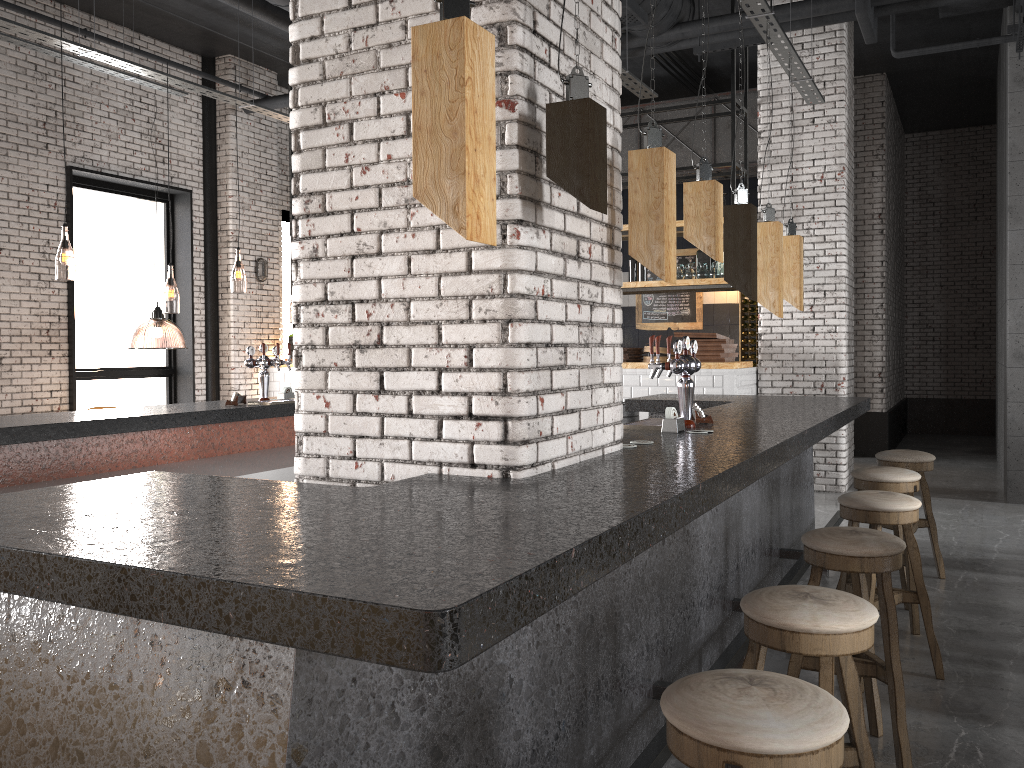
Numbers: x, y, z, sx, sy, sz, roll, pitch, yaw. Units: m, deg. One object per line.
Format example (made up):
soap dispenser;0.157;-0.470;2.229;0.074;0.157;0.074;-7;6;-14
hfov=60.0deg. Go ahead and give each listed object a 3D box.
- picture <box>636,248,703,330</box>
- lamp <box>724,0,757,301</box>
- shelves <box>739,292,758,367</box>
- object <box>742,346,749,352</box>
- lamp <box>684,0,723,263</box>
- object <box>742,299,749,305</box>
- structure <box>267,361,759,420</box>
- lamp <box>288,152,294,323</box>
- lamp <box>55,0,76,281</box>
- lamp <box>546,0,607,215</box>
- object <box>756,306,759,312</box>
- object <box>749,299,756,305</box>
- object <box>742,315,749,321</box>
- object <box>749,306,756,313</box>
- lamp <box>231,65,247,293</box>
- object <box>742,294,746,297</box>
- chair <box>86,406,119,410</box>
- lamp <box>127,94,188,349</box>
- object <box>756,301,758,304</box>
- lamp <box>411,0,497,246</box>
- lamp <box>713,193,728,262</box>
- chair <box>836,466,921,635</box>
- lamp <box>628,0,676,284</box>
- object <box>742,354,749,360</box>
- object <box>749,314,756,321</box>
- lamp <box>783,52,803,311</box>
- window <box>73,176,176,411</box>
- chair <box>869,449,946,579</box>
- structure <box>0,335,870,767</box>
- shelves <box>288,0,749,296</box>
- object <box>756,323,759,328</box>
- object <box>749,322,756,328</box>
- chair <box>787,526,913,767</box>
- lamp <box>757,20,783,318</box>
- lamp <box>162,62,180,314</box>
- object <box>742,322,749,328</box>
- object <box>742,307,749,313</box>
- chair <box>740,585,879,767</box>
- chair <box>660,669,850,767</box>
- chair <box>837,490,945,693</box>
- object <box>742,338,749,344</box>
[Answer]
picture;2.232;-1.335;12.628;0.980;1.142;0.021;0;1;27
lamp;1.071;-1.162;4.159;0.127;1.546;0.127;0;1;27
shelves;3.487;-0.634;11.750;0.889;2.147;0.251;0;1;27
object;3.122;-0.469;11.867;0.079;0.079;0.281;0;2;27
lamp;0.772;-1.201;3.580;0.127;1.419;0.127;0;1;27
object;3.114;-1.099;11.849;0.079;0.079;0.284;0;2;27
structure;-0.159;0.413;10.266;5.800;1.345;1.511;1;2;27
lamp;-1.665;-1.266;6.782;0.108;1.598;0.108;-1;1;-31
lamp;-2.558;-1.392;5.055;0.108;1.598;0.108;-1;1;-31
lamp;0.174;-1.165;2.424;0.127;1.394;0.127;0;1;27
object;3.278;-0.992;11.755;0.079;0.079;0.284;0;2;27
object;3.191;-1.098;11.793;0.079;0.079;0.284;0;2;27
object;3.120;-0.889;11.860;0.079;0.079;0.284;0;2;27
object;3.203;-0.993;11.815;0.079;0.079;0.284;0;2;27
lamp;-1.937;-1.443;6.255;0.108;1.598;0.108;-1;1;-31
object;3.117;-1.204;11.855;0.079;0.079;0.284;0;2;27
chair;-3.986;0.690;8.895;0.644;0.921;0.613;1;2;34
lamp;-3.371;-1.534;8.397;0.536;2.405;0.537;-1;1;-21
object;3.286;-1.097;11.770;0.079;0.079;0.284;0;2;27
lamp;-0.124;-1.064;1.848;0.127;1.546;0.127;0;1;27
lamp;2.865;-2.089;11.919;0.390;0.937;0.390;0;1;30
chair;1.939;0.841;4.721;0.439;0.805;0.481;0;1;26
lamp;0.473;-1.113;3.003;0.127;1.546;0.127;0;1;27
object;3.130;-0.364;11.883;0.079;0.079;0.281;0;2;27
object;3.213;-0.889;11.835;0.079;0.079;0.284;0;2;27
lamp;1.668;-1.210;5.314;0.127;1.546;0.127;0;1;27
window;-4.321;-0.879;9.851;0.365;2.696;1.535;0;1;27
chair;2.470;0.809;5.451;0.439;0.805;0.481;-1;1;-4
structure;-0.668;0.526;4.787;4.310;1.533;5.879;1;2;27
shelves;-0.188;-2.530;10.299;5.677;3.065;0.598;1;1;27
object;3.284;-0.782;11.768;0.079;0.079;0.284;0;2;27
object;3.204;-0.783;11.819;0.079;0.079;0.284;0;2;27
chair;1.184;0.911;3.036;0.480;0.805;0.439;-1;1;-14
lamp;1.370;-1.156;4.737;0.127;1.606;0.127;0;1;27
lamp;-2.183;-1.248;5.651;0.108;1.598;0.108;0;1;9
object;3.110;-0.783;11.842;0.079;0.079;0.284;0;2;27
object;3.126;-0.995;11.873;0.079;0.079;0.284;0;2;27
chair;0.742;0.944;2.260;0.480;0.805;0.439;0;1;16
chair;0.468;0.967;1.717;0.480;0.805;0.439;0;1;1
chair;1.650;0.876;3.858;0.439;0.805;0.481;0;1;16
object;3.118;-0.574;11.857;0.079;0.079;0.281;0;2;27
